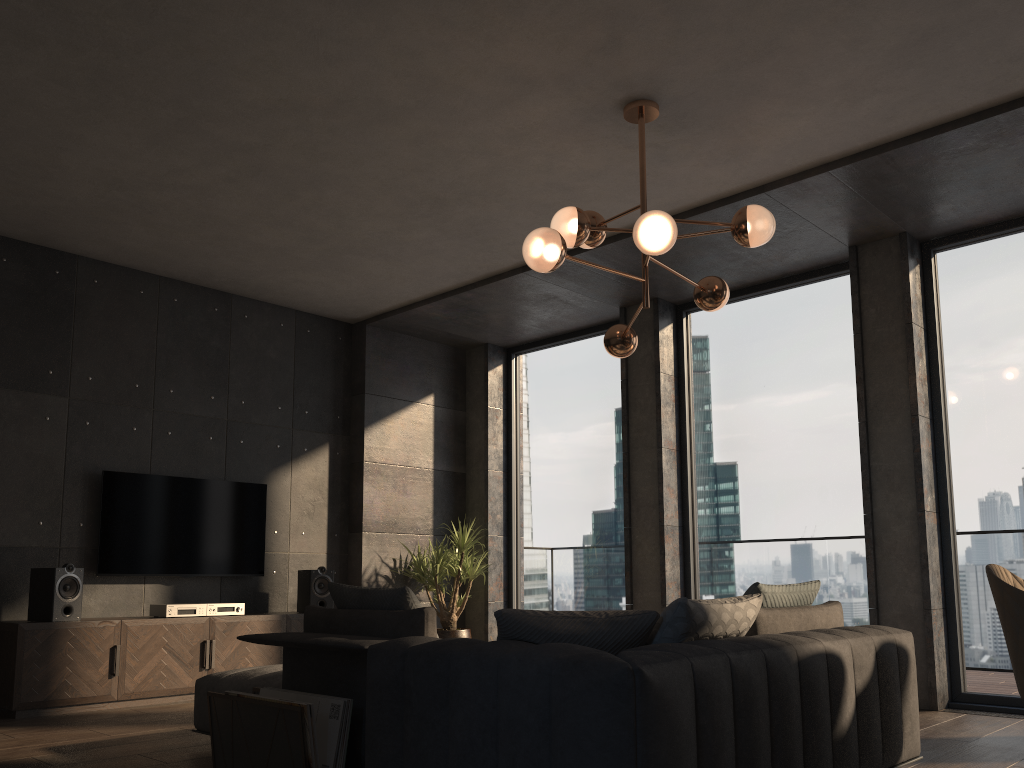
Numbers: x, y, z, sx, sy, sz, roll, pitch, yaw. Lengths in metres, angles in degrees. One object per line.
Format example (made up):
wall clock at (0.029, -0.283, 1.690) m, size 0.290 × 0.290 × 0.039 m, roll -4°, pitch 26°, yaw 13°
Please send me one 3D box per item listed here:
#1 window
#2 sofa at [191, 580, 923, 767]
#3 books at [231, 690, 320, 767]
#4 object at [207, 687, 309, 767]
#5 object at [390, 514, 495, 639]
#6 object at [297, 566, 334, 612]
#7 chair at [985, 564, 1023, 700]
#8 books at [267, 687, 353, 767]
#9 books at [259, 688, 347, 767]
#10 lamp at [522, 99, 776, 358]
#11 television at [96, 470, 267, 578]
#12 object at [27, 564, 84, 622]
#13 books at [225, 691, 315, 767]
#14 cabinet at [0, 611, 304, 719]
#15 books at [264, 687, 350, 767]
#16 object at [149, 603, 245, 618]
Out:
window at (2.600, 0.565, 5.816) m, size 7.319 × 2.960 × 0.200 m, roll -12°, pitch -13°, yaw 43°
sofa at (-0.057, 1.258, 3.866) m, size 2.932 × 0.773 × 2.039 m, roll -12°, pitch -16°, yaw 42°
books at (-0.883, 1.337, 3.267) m, size 0.572 × 0.350 × 0.065 m, roll -11°, pitch -13°, yaw 43°
object at (-0.901, 1.366, 3.352) m, size 0.672 × 0.347 × 0.217 m, roll -11°, pitch -14°, yaw 43°
object at (-0.619, 1.812, 7.630) m, size 0.952 × 1.343 × 1.038 m, roll 2°, pitch -10°, yaw -15°
object at (-1.526, 1.598, 6.871) m, size 0.199 × 0.349 × 0.251 m, roll 6°, pitch -11°, yaw -36°
chair at (1.857, 0.996, 2.848) m, size 0.513 × 0.825 × 0.560 m, roll -7°, pitch -12°, yaw 37°
books at (-0.800, 1.354, 3.347) m, size 0.572 × 0.351 × 0.063 m, roll -11°, pitch -13°, yaw 43°
books at (-0.827, 1.350, 3.325) m, size 0.572 × 0.348 × 0.079 m, roll -11°, pitch -13°, yaw 43°
lamp at (0.741, -0.816, 4.274) m, size 1.016 × 1.024 × 1.483 m, roll -4°, pitch -12°, yaw 19°
television at (-2.385, 1.055, 6.481) m, size 0.058 × 0.726 × 1.275 m, roll -7°, pitch -13°, yaw 43°
object at (-2.840, 1.299, 5.507) m, size 0.250 × 0.350 × 0.200 m, roll -5°, pitch -10°, yaw 28°
books at (-0.898, 1.336, 3.263) m, size 0.572 × 0.350 × 0.065 m, roll -11°, pitch -13°, yaw 43°
cabinet at (-2.243, 1.905, 6.183) m, size 0.544 × 0.543 × 2.427 m, roll -10°, pitch -15°, yaw 42°
books at (-0.813, 1.352, 3.338) m, size 0.572 × 0.350 × 0.068 m, roll -11°, pitch -13°, yaw 43°
object at (-2.194, 1.581, 6.176) m, size 0.272 × 0.086 × 0.578 m, roll -12°, pitch -17°, yaw 42°
